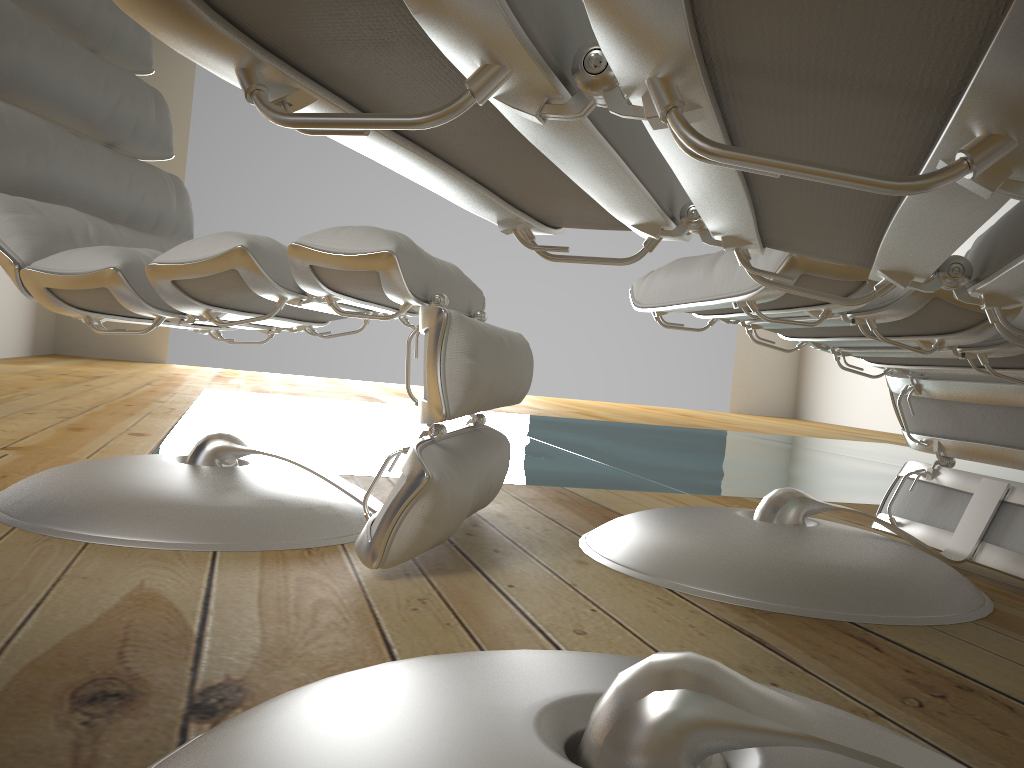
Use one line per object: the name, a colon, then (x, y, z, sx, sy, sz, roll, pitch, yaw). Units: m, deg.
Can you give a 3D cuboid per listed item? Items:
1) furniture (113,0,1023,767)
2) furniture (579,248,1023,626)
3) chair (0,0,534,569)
furniture: (0.147, 0.033, 0.429, 0.686, 0.439, 0.569, 6, 1, 19)
furniture: (0.456, 0.043, 1.264, 0.685, 0.439, 0.570, 5, 1, -10)
chair: (-0.414, -0.308, 1.277, 0.914, 0.969, 0.569, 6, 0, 8)
